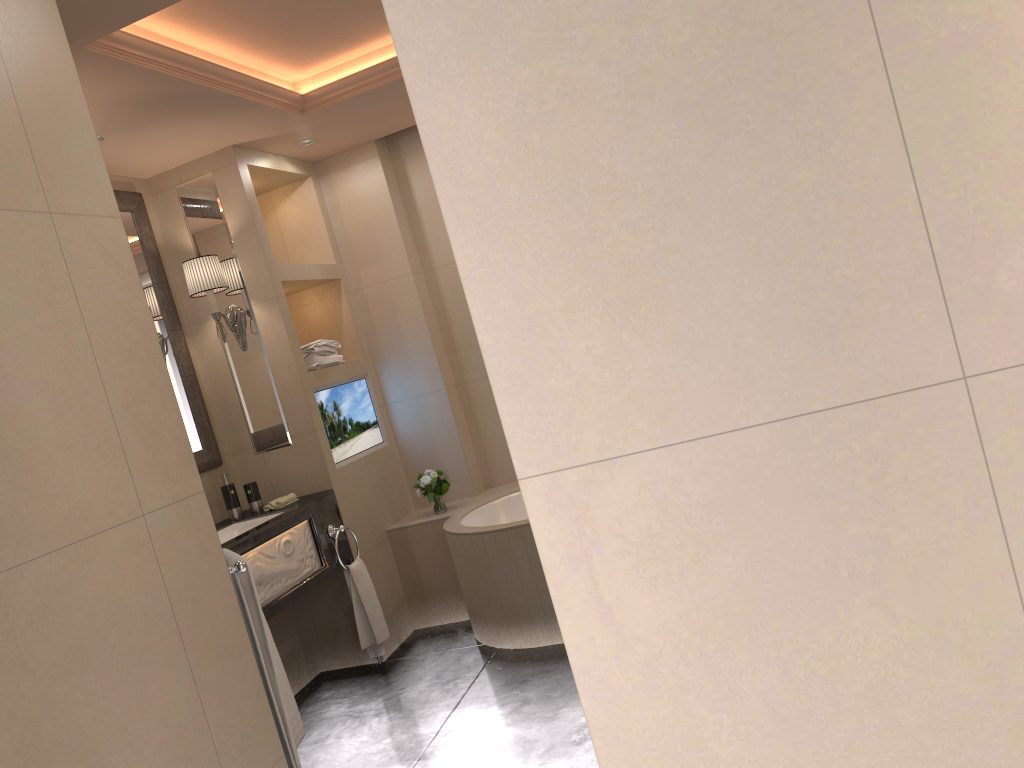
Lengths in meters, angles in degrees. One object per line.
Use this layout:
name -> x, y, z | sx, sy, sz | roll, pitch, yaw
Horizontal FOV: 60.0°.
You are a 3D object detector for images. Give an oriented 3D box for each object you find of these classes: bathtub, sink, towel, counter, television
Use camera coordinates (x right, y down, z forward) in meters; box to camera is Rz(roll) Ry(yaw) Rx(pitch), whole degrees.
bathtub -> 0.659, 0.677, 4.119 | 2.662, 0.540, 1.060 | -15, 3, 18
sink -> -1.178, 0.698, 3.563 | 0.349, 0.135, 0.760 | -15, 3, 18
towel -> -0.655, 1.017, 4.016 | 0.116, 0.455, 0.173 | -16, 3, -1
towel -> -0.707, 0.766, 2.409 | 0.154, 0.629, 0.313 | -17, 3, -15
counter -> -1.105, 1.040, 3.589 | 0.543, 0.858, 1.330 | -15, 3, 18
towel -> -1.047, 0.534, 4.018 | 0.096, 0.039, 0.149 | -15, 3, 19
towel -> 0.264, -0.770, 4.038 | 3.195, 0.726, 0.517 | -15, 3, 18
television -> -0.827, 0.179, 4.492 | 0.025, 0.360, 0.564 | -15, 3, 18

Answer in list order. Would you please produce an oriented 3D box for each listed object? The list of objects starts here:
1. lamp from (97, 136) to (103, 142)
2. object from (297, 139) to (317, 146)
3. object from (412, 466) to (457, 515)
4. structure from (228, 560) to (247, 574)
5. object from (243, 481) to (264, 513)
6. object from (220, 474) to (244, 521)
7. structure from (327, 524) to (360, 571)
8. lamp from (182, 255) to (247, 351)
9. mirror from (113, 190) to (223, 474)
lamp -> -1.662, -0.987, 3.475 | 0.096, 0.069, 0.096 | -14, 4, 37
object -> -1.015, -1.217, 4.353 | 0.097, 0.069, 0.097 | -14, 4, 34
object -> -0.404, 0.541, 4.576 | 0.229, 0.252, 0.197 | -18, 3, -31
structure -> -0.789, 0.486, 2.407 | 0.074, 0.061, 0.415 | -17, 3, -27
object -> -1.185, 0.520, 4.069 | 0.063, 0.134, 0.063 | -18, 4, -39
object -> -1.278, 0.510, 4.023 | 0.063, 0.208, 0.063 | -16, 3, -1
structure -> -0.764, 0.736, 4.006 | 0.074, 0.226, 0.203 | -15, 3, 18
lamp -> -1.345, -0.353, 4.047 | 0.174, 0.444, 0.223 | -15, 3, 18
mirror -> -1.700, -0.178, 3.604 | 0.041, 1.321, 1.131 | -15, 3, 18
